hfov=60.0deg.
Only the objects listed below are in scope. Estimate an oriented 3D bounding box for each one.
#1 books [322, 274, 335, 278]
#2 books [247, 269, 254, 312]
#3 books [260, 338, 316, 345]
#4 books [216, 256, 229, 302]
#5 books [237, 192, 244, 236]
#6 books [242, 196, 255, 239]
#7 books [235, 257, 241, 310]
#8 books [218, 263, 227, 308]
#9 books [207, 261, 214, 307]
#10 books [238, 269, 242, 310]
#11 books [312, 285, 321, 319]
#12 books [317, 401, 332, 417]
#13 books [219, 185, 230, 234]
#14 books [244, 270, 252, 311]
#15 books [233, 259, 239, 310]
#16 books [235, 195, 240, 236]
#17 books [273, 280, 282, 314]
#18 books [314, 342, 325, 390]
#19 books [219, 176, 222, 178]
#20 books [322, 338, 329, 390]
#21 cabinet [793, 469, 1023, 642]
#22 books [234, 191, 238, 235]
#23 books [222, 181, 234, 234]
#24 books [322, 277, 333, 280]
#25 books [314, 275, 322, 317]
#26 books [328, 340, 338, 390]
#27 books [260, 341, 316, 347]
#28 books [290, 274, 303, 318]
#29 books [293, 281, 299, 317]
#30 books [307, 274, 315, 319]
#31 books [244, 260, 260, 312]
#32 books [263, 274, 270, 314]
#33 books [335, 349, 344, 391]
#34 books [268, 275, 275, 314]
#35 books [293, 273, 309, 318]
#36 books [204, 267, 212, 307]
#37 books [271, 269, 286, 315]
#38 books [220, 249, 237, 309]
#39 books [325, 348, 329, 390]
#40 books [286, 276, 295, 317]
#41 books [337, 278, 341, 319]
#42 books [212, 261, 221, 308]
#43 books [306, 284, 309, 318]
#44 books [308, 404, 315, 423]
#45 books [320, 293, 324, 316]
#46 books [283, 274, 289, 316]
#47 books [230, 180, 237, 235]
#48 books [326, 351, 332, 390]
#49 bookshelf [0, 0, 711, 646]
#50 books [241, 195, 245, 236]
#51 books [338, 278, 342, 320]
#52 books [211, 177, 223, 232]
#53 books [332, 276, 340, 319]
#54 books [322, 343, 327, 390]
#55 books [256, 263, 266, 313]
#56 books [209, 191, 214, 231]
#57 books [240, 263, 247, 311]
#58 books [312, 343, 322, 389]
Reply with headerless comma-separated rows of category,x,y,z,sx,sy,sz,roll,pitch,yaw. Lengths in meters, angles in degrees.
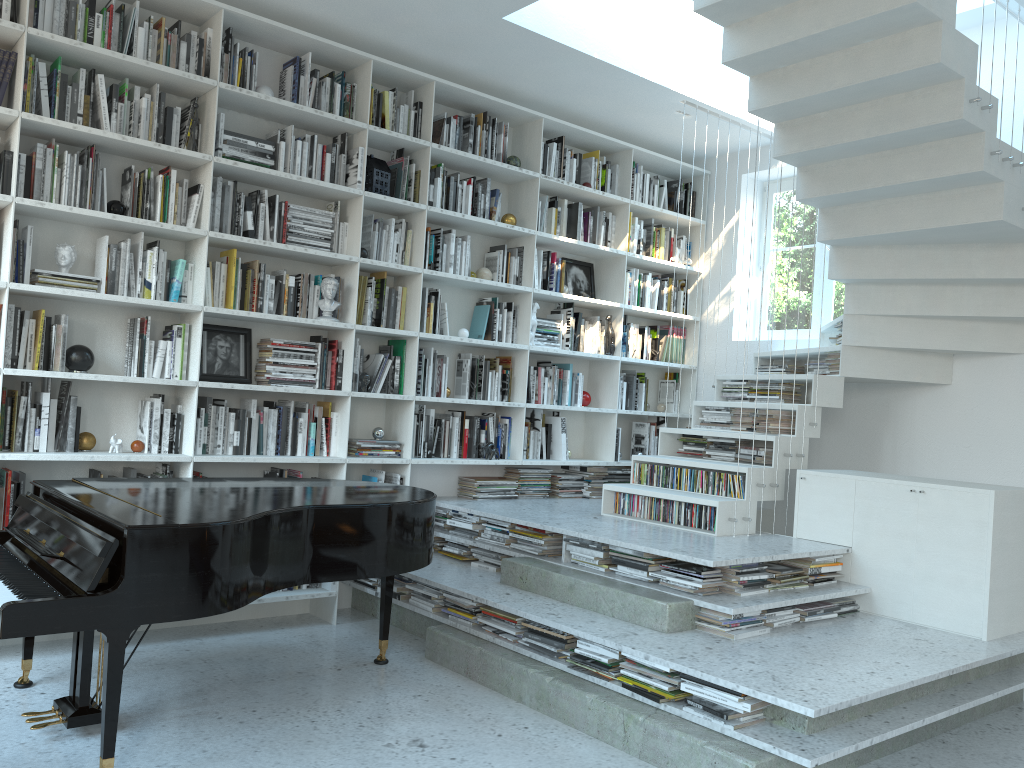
books,-1.041,-0.474,4.984,0.025,0.279,0.108,4,-1,-39
books,-1.405,-0.483,4.676,0.025,0.236,0.137,4,-1,-39
books,-1.221,-0.229,4.828,0.254,0.012,0.161,5,-2,-35
books,-1.512,-0.516,4.603,0.010,0.284,0.136,4,-1,-39
books,-1.445,-0.863,4.618,0.014,0.250,0.172,4,-1,-39
books,-1.403,-0.853,4.647,0.066,0.236,0.153,4,-1,-39
books,-1.456,-0.510,4.612,0.010,0.281,0.170,4,-1,-39
books,-1.521,-0.495,4.581,0.029,0.240,0.155,4,-1,-39
books,-1.567,-0.500,4.539,0.042,0.242,0.162,4,-1,-39
books,-1.459,-0.484,4.640,0.024,0.228,0.147,4,-1,-39
books,-1.116,-0.441,4.911,0.035,0.201,0.149,4,-1,-39
books,-1.064,0.249,4.986,0.011,0.300,0.149,4,-1,-39
books,-1.504,-0.876,4.558,0.025,0.266,0.185,4,-1,-39
books,-1.415,-0.480,4.658,0.012,0.228,0.169,4,-1,-39
books,-1.465,-0.504,4.586,0.015,0.266,0.189,4,-1,-39
books,-1.459,-0.856,4.612,0.014,0.233,0.147,4,-1,-39
books,-1.299,-0.455,4.771,0.050,0.199,0.145,4,-1,-39
books,-1.097,-0.101,4.930,0.011,0.260,0.184,4,-1,-39
books,-1.534,-0.902,4.566,0.014,0.313,0.133,4,-1,-39
books,-1.076,-0.113,4.960,0.011,0.288,0.152,4,-1,-39
cabinet,1.990,0.811,4.458,0.551,0.667,0.992,4,-2,-39
books,-1.468,-0.866,4.604,0.011,0.252,0.153,4,-1,-39
books,-1.493,-0.890,4.589,0.029,0.295,0.151,4,-1,-39
books,-1.054,-0.465,4.960,0.025,0.259,0.130,4,-1,-39
books,-1.101,-0.471,4.934,0.014,0.263,0.135,4,-1,-39
books,-1.034,-0.105,4.979,0.011,0.279,0.186,4,-1,-39
books,-1.223,-0.217,4.830,0.254,0.012,0.161,5,-2,-42
books,-1.189,-0.470,4.817,0.012,0.245,0.186,4,-1,-39
books,-1.213,-0.450,4.812,0.029,0.200,0.178,4,-1,-39
books,-1.138,-0.472,4.895,0.024,0.259,0.126,4,-1,-39
books,-1.384,-0.505,4.683,0.013,0.283,0.176,4,-1,-39
books,-1.342,-0.468,4.718,0.024,0.216,0.175,4,-1,-39
books,-1.012,-0.079,4.985,0.034,0.229,0.199,4,-1,-39
books,-1.321,-0.466,4.736,0.030,0.215,0.168,4,-1,-39
books,-1.167,-0.475,4.858,0.025,0.258,0.150,4,-1,-39
books,-1.575,-0.484,4.518,0.053,0.208,0.156,4,-1,-39
books,-1.266,-0.483,4.784,0.014,0.258,0.161,4,-1,-39
books,-1.474,-0.531,4.578,0.014,0.317,0.188,4,-1,-39
books,-1.073,-0.084,4.973,0.013,0.232,0.134,4,-1,-39
books,-1.234,-0.463,4.792,0.029,0.224,0.185,4,-1,-39
books,-1.013,-0.462,5.001,0.014,0.261,0.137,4,-1,-39
books,-1.546,-0.501,4.568,0.026,0.248,0.139,4,-1,-39
books,-1.161,-0.447,4.885,0.022,0.206,0.114,4,-1,-39
books,-1.140,0.252,4.935,0.010,0.284,0.132,4,-1,-39
books,-1.089,-0.441,4.938,0.012,0.205,0.145,4,-1,-39
books,-1.255,-0.470,4.789,0.010,0.234,0.174,4,-1,-39
books,-1.473,-0.891,4.595,0.011,0.300,0.179,4,-1,-39
books,-1.059,-0.076,4.982,0.021,0.217,0.132,4,-1,-39
bookshelf,-1.122,-0.252,4.833,6.300,3.142,0.330,5,-1,-39
books,-1.437,-0.857,4.627,0.011,0.239,0.147,4,-1,-39
books,-1.003,-0.463,5.019,0.023,0.264,0.107,4,-1,-39
books,-1.538,-0.895,4.539,0.026,0.297,0.179,4,-1,-39
books,-1.016,-0.466,4.983,0.014,0.266,0.153,4,-1,-39
books,-1.086,-0.098,4.953,0.013,0.256,0.162,4,-1,-39
books,-1.360,-0.496,4.684,0.028,0.267,0.189,4,-1,-39
books,-1.572,-0.862,4.535,0.027,0.228,0.147,4,-1,-39
books,-1.442,-0.497,4.661,0.028,0.259,0.134,4,-1,-39
books,-1.108,-0.099,4.925,0.012,0.254,0.161,4,-1,-39
